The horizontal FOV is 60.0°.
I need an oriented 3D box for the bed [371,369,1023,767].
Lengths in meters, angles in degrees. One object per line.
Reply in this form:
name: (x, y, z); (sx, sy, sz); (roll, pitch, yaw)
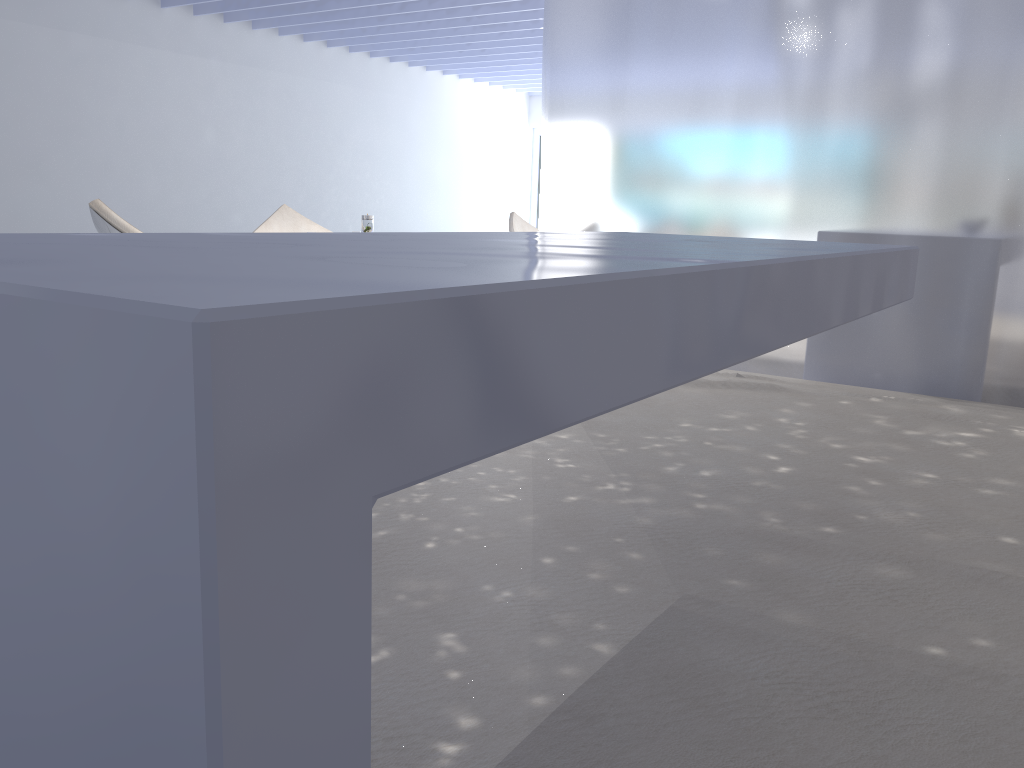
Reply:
bed: (0.297, 0.328, 1.305); (2.016, 0.427, 2.200); (9, 13, 32)

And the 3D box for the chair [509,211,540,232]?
chair: (0.292, -1.172, 8.051); (0.753, 0.759, 0.906); (8, 13, 27)

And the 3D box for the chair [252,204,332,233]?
chair: (-1.243, -0.710, 5.429); (0.906, 0.759, 0.753); (-7, 14, -39)

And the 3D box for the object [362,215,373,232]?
object: (-0.762, -0.795, 4.675); (0.075, 0.185, 0.075); (1, 11, -4)

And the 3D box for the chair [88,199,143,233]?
chair: (-1.512, -0.443, 4.024); (0.753, 0.759, 0.906); (-8, 15, -42)

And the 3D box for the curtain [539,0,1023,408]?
curtain: (0.918, -0.686, 2.051); (1.998, 1.559, 0.125); (9, 13, 30)

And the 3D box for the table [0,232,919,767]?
table: (0.032, 0.099, 0.808); (0.416, 0.450, 1.065); (9, 13, 32)
